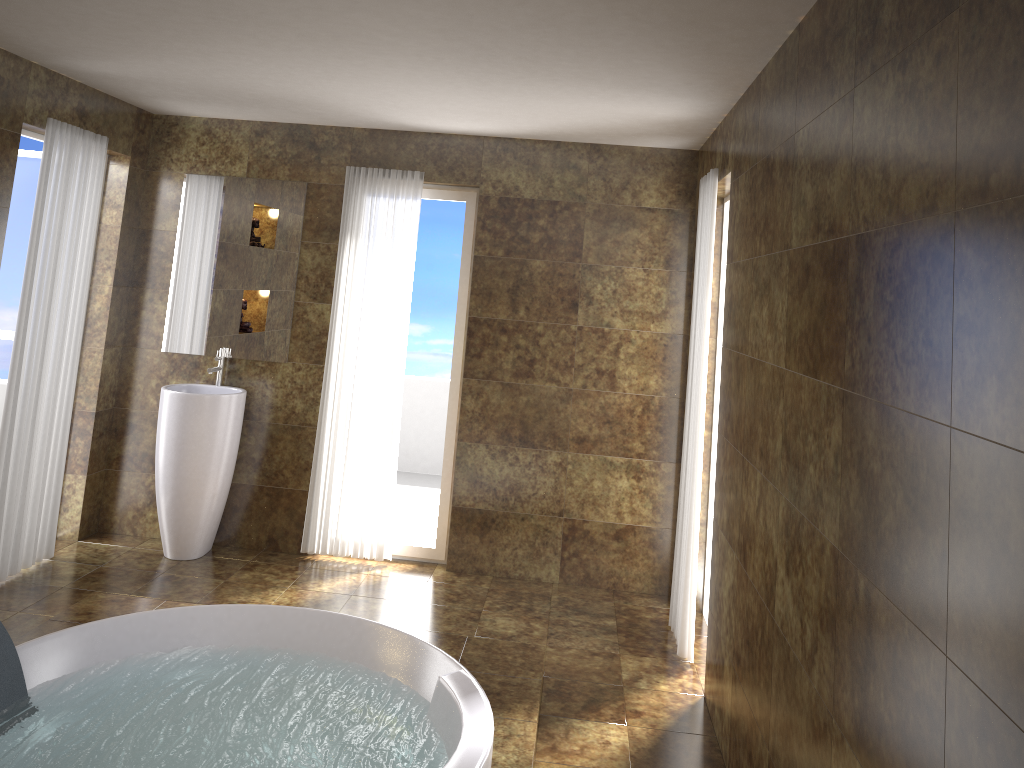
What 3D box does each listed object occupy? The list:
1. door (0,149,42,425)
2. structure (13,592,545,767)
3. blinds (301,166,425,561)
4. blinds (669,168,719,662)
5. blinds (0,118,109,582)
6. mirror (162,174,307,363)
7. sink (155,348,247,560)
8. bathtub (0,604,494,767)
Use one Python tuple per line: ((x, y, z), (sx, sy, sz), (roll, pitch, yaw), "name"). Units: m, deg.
((-3.021, -0.268, 4.942), (0.960, 2.251, 0.039), (5, -7, -5), "door")
((-0.939, 1.174, 2.739), (2.007, 0.125, 1.997), (5, 6, 5), "structure")
((-0.851, -0.154, 5.029), (0.520, 2.289, 0.066), (4, -7, 5), "blinds")
((0.886, 0.081, 4.226), (0.069, 2.301, 0.474), (4, -6, 4), "blinds")
((-2.353, -0.207, 4.415), (0.068, 2.301, 0.588), (4, -6, 4), "blinds")
((-1.666, -0.705, 5.194), (0.769, 1.104, 0.008), (4, -7, 5), "mirror")
((-1.770, 0.377, 4.844), (0.460, 1.148, 0.428), (4, -5, 7), "sink")
((-0.940, 1.166, 2.738), (1.764, 0.527, 1.731), (8, 6, 35), "bathtub")
